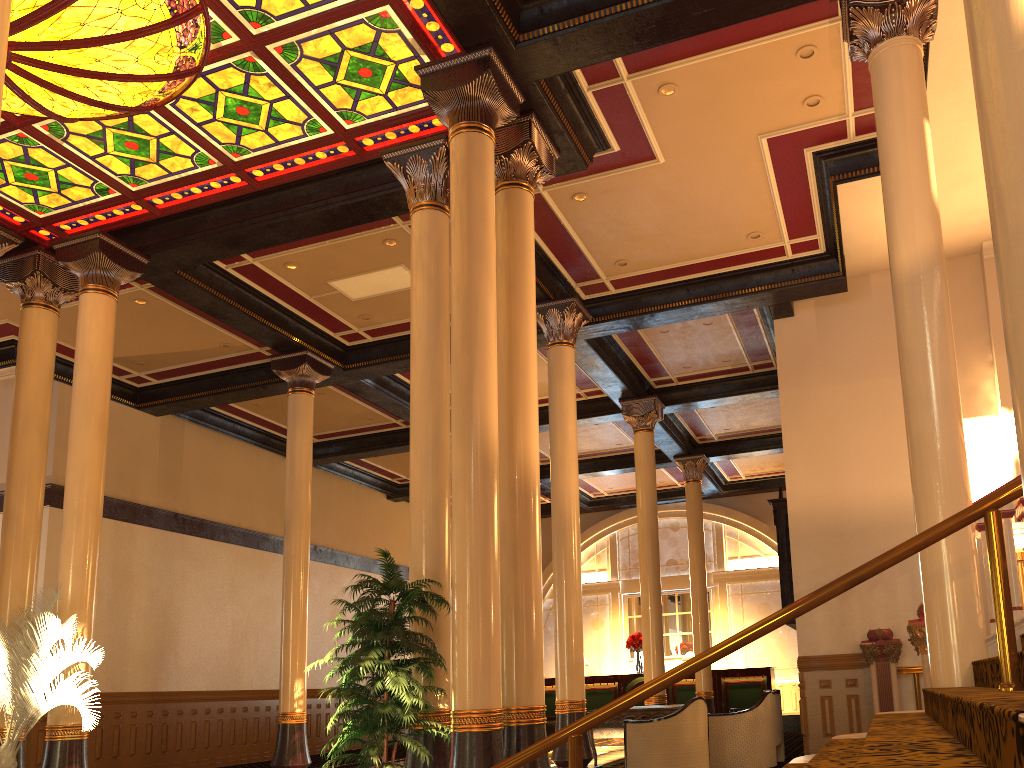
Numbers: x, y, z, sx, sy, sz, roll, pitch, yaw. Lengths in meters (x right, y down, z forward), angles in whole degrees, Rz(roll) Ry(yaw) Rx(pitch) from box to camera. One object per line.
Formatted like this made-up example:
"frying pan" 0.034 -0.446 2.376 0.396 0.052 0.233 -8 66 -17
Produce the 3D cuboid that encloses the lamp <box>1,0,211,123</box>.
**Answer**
"lamp" -3.723 -2.601 6.050 2.941 0.583 3.174 -9 -20 18

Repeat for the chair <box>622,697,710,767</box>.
"chair" 1.759 3.912 9.550 0.756 0.884 1.009 -14 -20 39

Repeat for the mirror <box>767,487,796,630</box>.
"mirror" 3.851 2.412 12.148 0.251 1.924 1.878 -6 -15 22

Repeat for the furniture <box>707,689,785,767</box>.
"furniture" 3.051 4.457 11.272 0.792 0.913 2.294 -8 -19 21

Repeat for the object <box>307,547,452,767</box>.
"object" -0.963 2.301 6.476 1.024 2.084 1.128 -4 -13 10

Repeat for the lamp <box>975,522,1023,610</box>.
"lamp" 3.562 1.979 5.945 0.579 1.949 0.600 -2 -11 3

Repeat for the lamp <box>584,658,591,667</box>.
"lamp" 1.699 6.833 20.952 0.437 0.429 0.425 5 -16 -23

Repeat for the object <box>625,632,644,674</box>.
"object" 1.651 -0.327 6.515 0.667 4.143 31.238 -3 -20 5

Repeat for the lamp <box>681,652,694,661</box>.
"lamp" 4.127 6.422 20.111 0.437 0.429 0.425 5 -16 -23

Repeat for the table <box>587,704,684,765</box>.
"table" 1.742 4.526 11.117 1.085 0.748 1.730 -9 -19 20

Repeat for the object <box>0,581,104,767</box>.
"object" -4.464 2.947 8.019 1.787 2.201 2.191 -8 -16 23
